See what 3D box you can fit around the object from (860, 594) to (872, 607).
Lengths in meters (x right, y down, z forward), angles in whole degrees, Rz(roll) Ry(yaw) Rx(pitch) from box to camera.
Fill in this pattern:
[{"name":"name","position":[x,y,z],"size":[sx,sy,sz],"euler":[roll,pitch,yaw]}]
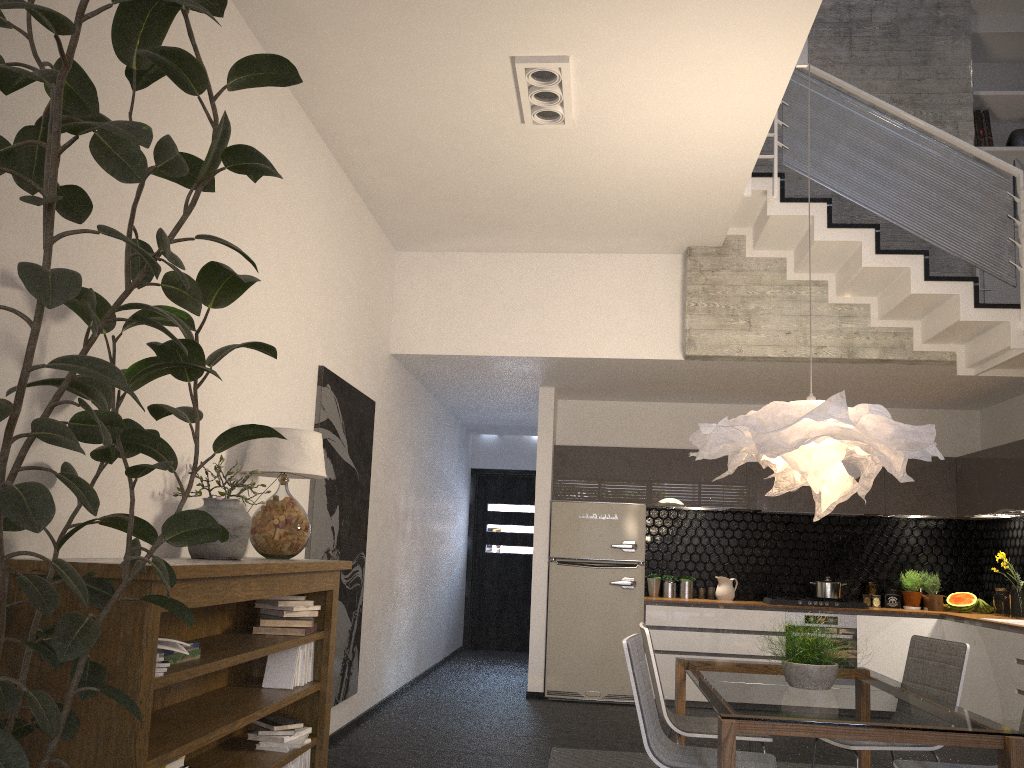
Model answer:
[{"name":"object","position":[3.202,1.960,8.010],"size":[0.083,0.112,0.083],"euler":[2,-9,6]}]

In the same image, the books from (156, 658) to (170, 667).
[{"name":"books","position":[-1.198,0.839,2.701],"size":[0.253,0.011,0.320],"euler":[8,-12,-27]}]

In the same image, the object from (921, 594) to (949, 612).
[{"name":"object","position":[3.719,1.924,7.780],"size":[0.210,0.139,0.125],"euler":[-6,-12,39]}]

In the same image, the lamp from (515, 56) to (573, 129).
[{"name":"lamp","position":[0.172,-1.470,4.458],"size":[0.253,0.065,0.650],"euler":[1,-11,6]}]

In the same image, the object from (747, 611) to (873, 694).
[{"name":"object","position":[1.294,1.165,3.907],"size":[0.531,0.364,0.673],"euler":[2,-10,1]}]

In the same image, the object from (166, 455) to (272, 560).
[{"name":"object","position":[-1.135,0.473,3.434],"size":[0.386,0.409,0.277],"euler":[5,-9,-16]}]

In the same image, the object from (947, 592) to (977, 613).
[{"name":"object","position":[3.901,1.894,7.680],"size":[0.236,0.173,0.219],"euler":[-4,-12,34]}]

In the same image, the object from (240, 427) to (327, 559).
[{"name":"object","position":[-1.050,0.508,4.054],"size":[0.390,0.578,0.392],"euler":[6,-10,-25]}]

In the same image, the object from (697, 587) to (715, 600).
[{"name":"object","position":[1.788,1.927,8.154],"size":[0.160,0.110,0.078],"euler":[1,-9,11]}]

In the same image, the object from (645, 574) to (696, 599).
[{"name":"object","position":[1.453,1.859,8.157],"size":[0.482,0.219,0.174],"euler":[2,-9,3]}]

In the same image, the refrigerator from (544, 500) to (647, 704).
[{"name":"refrigerator","position":[0.750,1.927,7.920],"size":[0.829,1.698,0.775],"euler":[2,-8,6]}]

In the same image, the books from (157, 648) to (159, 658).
[{"name":"books","position":[-1.200,0.799,2.661],"size":[0.253,0.011,0.320],"euler":[7,-12,-22]}]

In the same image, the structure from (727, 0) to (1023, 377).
[{"name":"structure","position":[2.009,-1.853,5.274],"size":[4.233,8.245,8.531],"euler":[2,-9,6]}]

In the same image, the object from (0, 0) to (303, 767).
[{"name":"object","position":[-0.942,-0.019,1.960],"size":[0.909,3.175,2.025],"euler":[5,-9,-16]}]

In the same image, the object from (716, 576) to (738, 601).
[{"name":"object","position":[1.962,1.875,8.110],"size":[0.190,0.213,0.173],"euler":[-1,-9,19]}]

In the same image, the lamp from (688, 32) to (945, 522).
[{"name":"lamp","position":[1.446,-1.948,4.322],"size":[1.117,5.173,1.070],"euler":[0,-8,16]}]

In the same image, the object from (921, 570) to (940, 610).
[{"name":"object","position":[3.742,1.827,7.905],"size":[0.170,0.376,0.185],"euler":[-5,-11,42]}]

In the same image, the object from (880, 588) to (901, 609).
[{"name":"object","position":[3.412,1.933,7.984],"size":[0.141,0.173,0.142],"euler":[2,-9,6]}]

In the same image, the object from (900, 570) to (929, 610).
[{"name":"object","position":[3.603,1.840,7.936],"size":[0.245,0.351,0.236],"euler":[1,-9,10]}]

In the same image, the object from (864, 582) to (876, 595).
[{"name":"object","position":[3.239,1.848,8.009],"size":[0.083,0.112,0.083],"euler":[5,-9,-14]}]

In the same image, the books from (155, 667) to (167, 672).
[{"name":"books","position":[-1.191,0.847,2.683],"size":[0.253,0.011,0.320],"euler":[7,-12,-24]}]

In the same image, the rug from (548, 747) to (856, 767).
[{"name":"rug","position":[1.268,2.026,3.785],"size":[2.370,0.006,3.717],"euler":[1,-11,6]}]

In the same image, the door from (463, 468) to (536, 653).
[{"name":"door","position":[-0.021,2.244,11.293],"size":[1.108,2.298,0.161],"euler":[2,-8,6]}]

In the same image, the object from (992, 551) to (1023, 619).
[{"name":"object","position":[4.086,1.643,7.263],"size":[0.257,0.538,0.430],"euler":[-2,-10,29]}]

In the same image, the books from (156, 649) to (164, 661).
[{"name":"books","position":[-1.192,0.813,2.676],"size":[0.253,0.011,0.320],"euler":[7,-12,-22]}]

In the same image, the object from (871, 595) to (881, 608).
[{"name":"object","position":[3.289,1.961,7.998],"size":[0.083,0.112,0.083],"euler":[0,-9,16]}]

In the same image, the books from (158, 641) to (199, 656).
[{"name":"books","position":[-1.152,0.857,2.882],"size":[0.166,0.023,0.229],"euler":[1,-11,10]}]

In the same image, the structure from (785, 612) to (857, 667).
[{"name":"structure","position":[2.637,2.287,7.735],"size":[0.587,0.584,0.589],"euler":[2,-9,6]}]

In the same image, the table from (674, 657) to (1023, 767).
[{"name":"table","position":[1.289,1.682,3.848],"size":[0.997,0.709,1.815],"euler":[1,-10,6]}]

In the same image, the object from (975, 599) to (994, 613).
[{"name":"object","position":[4.117,1.931,7.700],"size":[0.225,0.126,0.149],"euler":[12,-13,-43]}]

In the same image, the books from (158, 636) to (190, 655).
[{"name":"books","position":[-1.203,0.789,2.735],"size":[0.323,0.108,0.274],"euler":[-6,-14,40]}]

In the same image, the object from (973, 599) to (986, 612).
[{"name":"object","position":[4.150,1.968,7.871],"size":[0.132,0.118,0.205],"euler":[-2,-11,25]}]

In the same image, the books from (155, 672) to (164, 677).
[{"name":"books","position":[-1.186,0.856,2.672],"size":[0.253,0.011,0.320],"euler":[6,-11,-20]}]

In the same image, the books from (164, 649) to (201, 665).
[{"name":"books","position":[-1.158,0.887,2.887],"size":[0.179,0.033,0.245],"euler":[1,-11,9]}]
